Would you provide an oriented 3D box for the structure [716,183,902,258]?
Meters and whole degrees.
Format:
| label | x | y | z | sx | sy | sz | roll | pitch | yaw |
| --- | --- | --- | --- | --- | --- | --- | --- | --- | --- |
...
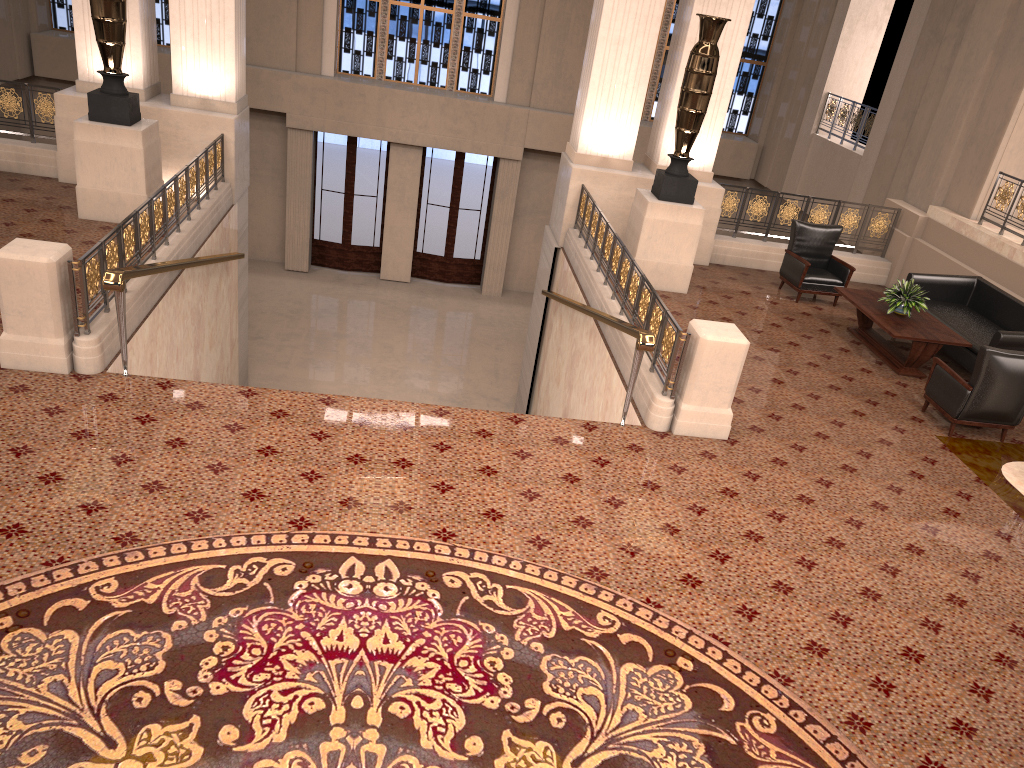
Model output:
| label | x | y | z | sx | sy | sz | roll | pitch | yaw |
| --- | --- | --- | --- | --- | --- | --- | --- | --- | --- |
| structure | 3.846 | -2.143 | 11.605 | 2.538 | 0.687 | 0.030 | 6 | 29 | -8 |

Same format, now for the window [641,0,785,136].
| label | x | y | z | sx | sy | sz | roll | pitch | yaw |
| --- | --- | --- | --- | --- | --- | --- | --- | --- | --- |
| window | 3.738 | -7.655 | 16.426 | 2.992 | 5.622 | 0.066 | 5 | 29 | -8 |

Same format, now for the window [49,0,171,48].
| label | x | y | z | sx | sy | sz | roll | pitch | yaw |
| --- | --- | --- | --- | --- | --- | --- | --- | --- | --- |
| window | -6.493 | -8.729 | 14.901 | 2.992 | 5.622 | 0.066 | 5 | 29 | -8 |

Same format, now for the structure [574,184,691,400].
| label | x | y | z | sx | sy | sz | roll | pitch | yaw |
| --- | --- | --- | --- | --- | --- | --- | --- | --- | --- |
| structure | 1.023 | -1.157 | 8.740 | 0.079 | 0.564 | 4.701 | 5 | 25 | -8 |

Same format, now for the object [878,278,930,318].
| label | x | y | z | sx | sy | sz | roll | pitch | yaw |
| --- | --- | --- | --- | --- | --- | --- | --- | --- | --- |
| object | 4.049 | -0.904 | 9.060 | 0.495 | 0.395 | 0.507 | 21 | 28 | 21 |

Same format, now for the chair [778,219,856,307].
| label | x | y | z | sx | sy | sz | roll | pitch | yaw |
| --- | --- | --- | --- | --- | --- | --- | --- | --- | --- |
| chair | 3.661 | -1.447 | 10.581 | 0.648 | 0.885 | 0.683 | 3 | 28 | -13 |

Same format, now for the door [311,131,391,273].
| label | x | y | z | sx | sy | sz | roll | pitch | yaw |
| --- | --- | --- | --- | --- | --- | --- | --- | --- | --- |
| door | -3.252 | -3.609 | 17.569 | 1.493 | 2.858 | 0.147 | 5 | 29 | -8 |

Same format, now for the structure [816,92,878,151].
| label | x | y | z | sx | sy | sz | roll | pitch | yaw |
| --- | --- | --- | --- | --- | --- | --- | --- | --- | --- |
| structure | 5.511 | -4.283 | 14.455 | 0.031 | 0.701 | 2.052 | 5 | 26 | -8 |

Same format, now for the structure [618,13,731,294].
| label | x | y | z | sx | sy | sz | roll | pitch | yaw |
| --- | --- | --- | --- | --- | --- | --- | --- | --- | --- |
| structure | 1.850 | -2.490 | 9.703 | 0.701 | 2.925 | 0.666 | 5 | 29 | -8 |

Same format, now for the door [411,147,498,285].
| label | x | y | z | sx | sy | sz | roll | pitch | yaw |
| --- | --- | --- | --- | --- | --- | --- | --- | --- | --- |
| door | -1.194 | -3.393 | 17.875 | 1.493 | 2.858 | 0.147 | 5 | 29 | -8 |

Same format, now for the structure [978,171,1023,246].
| label | x | y | z | sx | sy | sz | roll | pitch | yaw |
| --- | --- | --- | --- | --- | --- | --- | --- | --- | --- |
| structure | 5.880 | -1.462 | 9.001 | 0.032 | 0.656 | 3.518 | 5 | 25 | -8 |

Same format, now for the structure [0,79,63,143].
| label | x | y | z | sx | sy | sz | roll | pitch | yaw |
| --- | --- | --- | --- | --- | --- | --- | --- | --- | --- |
| structure | -6.445 | -3.223 | 10.072 | 2.538 | 0.687 | 0.030 | 6 | 29 | -8 |

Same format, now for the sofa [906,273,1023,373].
| label | x | y | z | sx | sy | sz | roll | pitch | yaw |
| --- | --- | --- | --- | --- | --- | --- | --- | --- | --- |
| sofa | 4.926 | -0.565 | 9.349 | 0.876 | 0.742 | 1.831 | 6 | 26 | -8 |

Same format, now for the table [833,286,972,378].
| label | x | y | z | sx | sy | sz | roll | pitch | yaw |
| --- | --- | --- | --- | --- | --- | --- | --- | --- | --- |
| table | 4.001 | -0.537 | 9.278 | 0.840 | 0.457 | 1.405 | 6 | 26 | -8 |

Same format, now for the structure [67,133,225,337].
| label | x | y | z | sx | sy | sz | roll | pitch | yaw |
| --- | --- | --- | --- | --- | --- | --- | --- | --- | --- |
| structure | -3.148 | -1.595 | 8.118 | 0.079 | 0.564 | 4.701 | 5 | 25 | -7 |

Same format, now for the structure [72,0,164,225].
| label | x | y | z | sx | sy | sz | roll | pitch | yaw |
| --- | --- | --- | --- | --- | --- | --- | --- | --- | --- |
| structure | -3.992 | -3.104 | 8.832 | 0.701 | 2.925 | 0.666 | 5 | 29 | -8 |

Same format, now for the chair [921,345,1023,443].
| label | x | y | z | sx | sy | sz | roll | pitch | yaw |
| --- | --- | --- | --- | --- | --- | --- | --- | --- | --- |
| chair | 4.092 | 0.003 | 7.670 | 0.648 | 0.885 | 0.683 | 5 | 27 | -8 |

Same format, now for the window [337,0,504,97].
| label | x | y | z | sx | sy | sz | roll | pitch | yaw |
| --- | --- | --- | --- | --- | --- | --- | --- | --- | --- |
| window | -1.464 | -8.201 | 15.651 | 2.992 | 5.622 | 0.066 | 5 | 29 | -8 |
